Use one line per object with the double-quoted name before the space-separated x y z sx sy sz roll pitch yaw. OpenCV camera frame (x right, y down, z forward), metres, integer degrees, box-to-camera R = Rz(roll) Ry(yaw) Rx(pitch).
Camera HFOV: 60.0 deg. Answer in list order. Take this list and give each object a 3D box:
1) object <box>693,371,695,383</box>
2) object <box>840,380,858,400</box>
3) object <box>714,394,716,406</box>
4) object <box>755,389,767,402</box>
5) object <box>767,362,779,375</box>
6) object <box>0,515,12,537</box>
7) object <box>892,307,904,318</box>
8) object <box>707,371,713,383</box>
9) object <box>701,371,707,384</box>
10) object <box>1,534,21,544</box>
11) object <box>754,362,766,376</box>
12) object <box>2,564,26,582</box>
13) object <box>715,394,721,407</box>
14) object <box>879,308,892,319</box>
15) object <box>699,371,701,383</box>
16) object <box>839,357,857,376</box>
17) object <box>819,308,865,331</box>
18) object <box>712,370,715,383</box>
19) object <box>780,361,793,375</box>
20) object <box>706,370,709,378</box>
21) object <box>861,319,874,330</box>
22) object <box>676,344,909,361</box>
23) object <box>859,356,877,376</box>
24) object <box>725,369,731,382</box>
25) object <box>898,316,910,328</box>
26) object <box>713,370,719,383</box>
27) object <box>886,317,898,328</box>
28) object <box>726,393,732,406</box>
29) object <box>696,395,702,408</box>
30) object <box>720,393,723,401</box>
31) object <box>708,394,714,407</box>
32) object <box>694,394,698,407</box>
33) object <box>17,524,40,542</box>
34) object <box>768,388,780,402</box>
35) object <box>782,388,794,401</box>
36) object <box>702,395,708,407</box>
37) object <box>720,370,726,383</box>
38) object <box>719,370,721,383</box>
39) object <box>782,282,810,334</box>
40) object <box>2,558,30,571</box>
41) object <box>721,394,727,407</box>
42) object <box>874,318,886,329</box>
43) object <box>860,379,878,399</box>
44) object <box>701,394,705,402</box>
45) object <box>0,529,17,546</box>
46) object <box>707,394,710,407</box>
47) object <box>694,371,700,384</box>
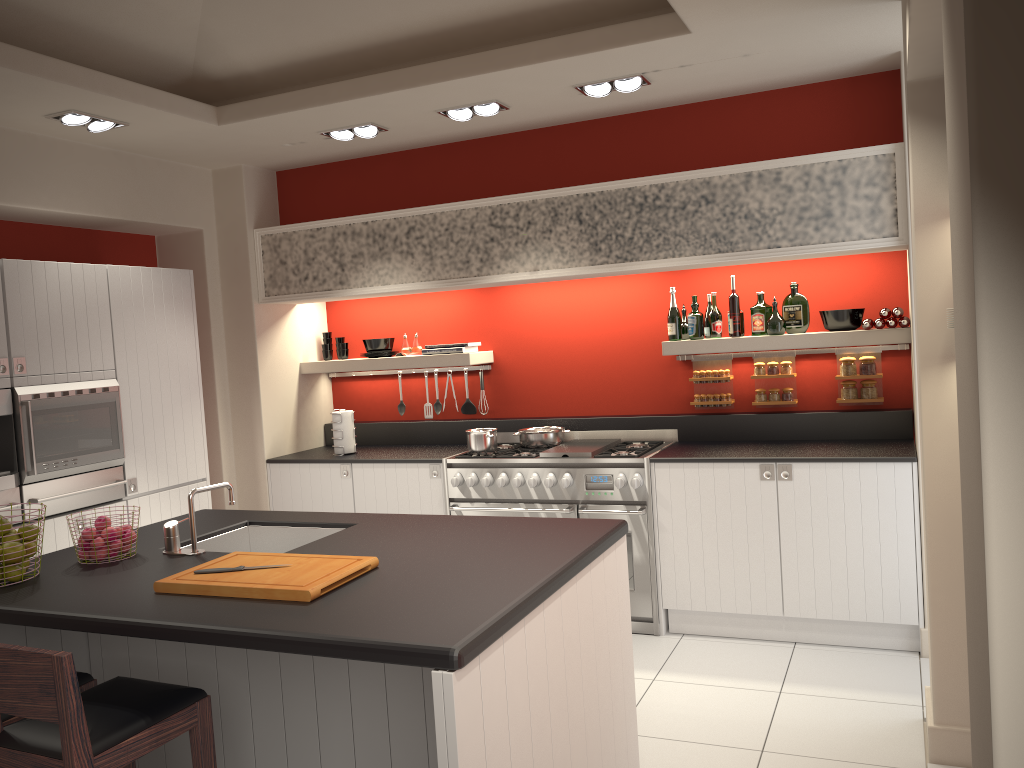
"object" 1.155 -0.044 5.570 0.034 0.078 0.034 -1 4 44
"object" 1.977 0.037 5.199 0.093 0.120 0.094 -1 4 44
"object" 1.273 0.099 5.530 0.034 0.078 0.034 -1 4 44
"object" 1.518 0.072 5.404 0.068 0.088 0.068 -1 4 44
"object" 1.579 -0.091 5.365 0.068 0.088 0.068 -1 4 44
"object" -1.727 0.478 2.984 0.078 0.080 0.078 -2 3 24
"object" 2.142 -0.396 4.925 0.062 0.062 0.366 -2 3 24
"object" 1.227 -0.045 5.496 0.034 0.078 0.034 -1 4 44
"object" 1.191 -0.043 5.512 0.034 0.078 0.034 -1 4 44
"object" -1.682 0.527 2.977 0.056 0.054 0.057 -4 3 -5
"object" 1.508 -0.088 5.397 0.068 0.088 0.068 -1 4 44
"object" -1.644 0.620 2.929 0.068 0.068 0.068 -2 4 35
"object" 1.272 0.102 5.488 0.034 0.078 0.034 -1 4 44
"object" 2.093 -0.395 4.971 0.062 0.062 0.366 -2 3 24
"object" 1.190 -0.045 5.554 0.034 0.078 0.034 -1 4 44
"object" 1.968 -0.099 5.192 0.093 0.120 0.094 -1 4 44
"object" 1.911 -0.369 5.130 0.251 0.121 0.251 -3 3 6
"object" 1.263 -0.048 5.523 0.034 0.078 0.034 -1 4 44
"object" 1.651 -0.094 5.334 0.068 0.088 0.068 -1 4 44
"object" 1.226 -0.047 5.539 0.034 0.078 0.034 -1 4 44
"object" 2.002 -0.336 4.990 0.062 0.062 0.366 -2 3 24
"object" 1.676 -0.191 5.400 1.355 0.034 0.048 -2 3 24
"object" 2.066 -0.103 5.149 0.093 0.120 0.094 -1 4 44
"object" 1.335 -0.051 5.491 0.034 0.078 0.034 -1 4 44
"object" 2.175 -0.343 4.917 0.061 0.061 0.366 -2 3 24
"object" 1.263 -0.046 5.481 0.034 0.078 0.034 -1 4 44
"object" 2.125 -0.342 4.960 0.061 0.061 0.366 -2 3 24
"object" 1.344 0.097 5.498 0.034 0.078 0.034 -1 4 44
"object" 1.165 0.106 5.535 0.034 0.078 0.034 -1 4 44
"object" 1.309 0.098 5.514 0.034 0.078 0.034 -1 4 44
"object" 1.236 0.103 5.504 0.034 0.078 0.034 -1 4 44
"object" 1.164 0.104 5.577 0.034 0.078 0.034 -1 4 44
"object" -1.644 0.505 3.015 0.067 0.064 0.067 -2 3 24
"object" 1.590 0.069 5.373 0.068 0.088 0.068 -1 4 44
"object" 1.661 0.066 5.342 0.068 0.088 0.068 -1 4 44
"object" 1.201 0.105 5.519 0.034 0.078 0.034 -1 4 44
"object" 1.298 -0.047 5.465 0.034 0.078 0.034 -1 4 44
"object" 1.299 -0.050 5.507 0.034 0.078 0.034 -1 4 44
"object" 1.667 -0.448 5.220 0.057 0.303 0.186 -6 3 -37
"object" -1.682 0.610 3.007 0.084 0.079 0.086 -5 3 -21
"object" 1.308 0.100 5.472 0.034 0.078 0.034 -1 4 44
"object" 2.059 -0.338 4.965 0.062 0.062 0.366 -2 3 24
"object" 2.074 0.033 5.156 0.093 0.120 0.094 -1 4 44
"object" 1.200 0.102 5.562 0.034 0.078 0.034 -1 4 44
"object" -1.733 0.527 3.038 0.078 0.076 0.071 -4 3 -7
"object" 1.236 0.101 5.546 0.034 0.078 0.034 -1 4 44
"object" 1.155 -0.042 5.528 0.034 0.078 0.034 -1 4 44
